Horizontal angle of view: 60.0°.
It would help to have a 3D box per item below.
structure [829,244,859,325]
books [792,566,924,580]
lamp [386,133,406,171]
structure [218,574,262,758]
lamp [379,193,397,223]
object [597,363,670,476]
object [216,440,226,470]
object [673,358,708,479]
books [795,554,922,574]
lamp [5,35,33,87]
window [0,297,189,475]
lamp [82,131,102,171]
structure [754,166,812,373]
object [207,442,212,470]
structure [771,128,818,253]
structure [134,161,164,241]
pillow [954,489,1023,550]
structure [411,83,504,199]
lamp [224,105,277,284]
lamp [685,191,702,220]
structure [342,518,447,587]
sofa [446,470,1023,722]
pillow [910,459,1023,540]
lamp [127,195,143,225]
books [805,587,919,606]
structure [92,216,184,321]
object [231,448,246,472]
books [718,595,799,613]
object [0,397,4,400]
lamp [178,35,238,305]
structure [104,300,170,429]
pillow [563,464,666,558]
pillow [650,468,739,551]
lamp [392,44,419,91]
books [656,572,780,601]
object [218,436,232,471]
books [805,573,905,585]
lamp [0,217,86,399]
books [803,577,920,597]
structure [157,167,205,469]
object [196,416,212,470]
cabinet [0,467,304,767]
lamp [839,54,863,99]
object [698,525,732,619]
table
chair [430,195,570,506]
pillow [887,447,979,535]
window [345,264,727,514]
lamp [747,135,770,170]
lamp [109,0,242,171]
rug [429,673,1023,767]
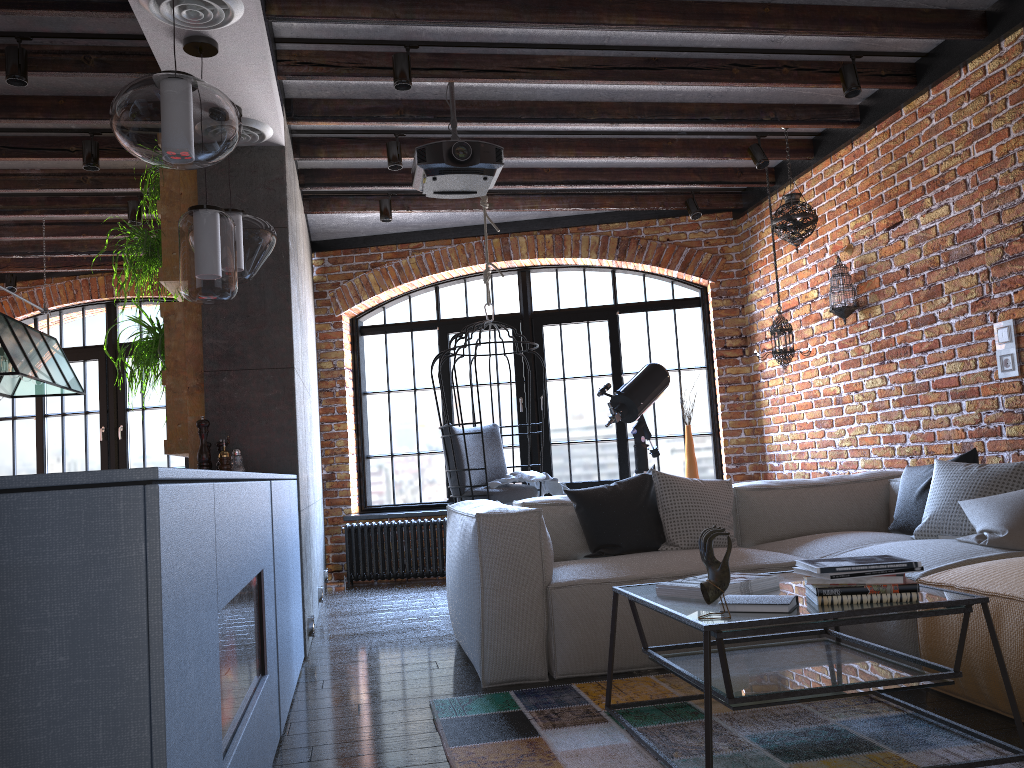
[{"bbox_3d":[1.940,-0.587,5.221,0.169,0.482,0.169,-3,-5,-10],"label":"structure"},{"bbox_3d":[0.918,0.494,2.365,0.268,0.014,0.196,-3,-6,-12],"label":"books"},{"bbox_3d":[-0.652,-1.304,4.971,0.116,0.188,0.083,-8,-7,42],"label":"lamp"},{"bbox_3d":[-0.799,0.666,2.050,0.332,0.394,0.944,-3,-5,-10],"label":"structure"},{"bbox_3d":[-0.838,-1.196,6.013,0.121,0.184,0.082,-2,-5,-17],"label":"lamp"},{"bbox_3d":[0.803,0.585,5.939,0.570,1.470,0.616,-5,-5,16],"label":"object"},{"bbox_3d":[-1.312,0.342,4.008,0.048,0.179,0.048,-1,-6,-27],"label":"object"},{"bbox_3d":[1.371,0.308,6.665,0.270,1.053,0.299,-5,-5,10],"label":"object"},{"bbox_3d":[0.917,0.479,2.366,0.268,0.014,0.196,-4,-5,1],"label":"books"},{"bbox_3d":[-2.044,-1.341,3.670,0.116,0.184,0.082,-8,-7,40],"label":"lamp"},{"bbox_3d":[-3.316,0.240,7.399,3.145,2.232,0.177,-4,-5,7],"label":"window"},{"bbox_3d":[-2.221,-1.233,4.688,0.082,0.184,0.113,1,-7,-43],"label":"lamp"},{"bbox_3d":[1.663,-0.781,5.607,0.389,1.436,0.339,-3,-5,-10],"label":"structure"},{"bbox_3d":[-1.371,0.343,3.983,0.048,0.179,0.048,-8,-7,39],"label":"object"},{"bbox_3d":[1.644,-1.152,5.222,0.265,0.778,0.273,-6,-6,29],"label":"structure"},{"bbox_3d":[-1.632,-0.942,4.495,0.570,0.620,0.422,-2,-6,-21],"label":"structure"},{"bbox_3d":[1.865,0.469,3.223,0.485,0.314,0.358,-7,-6,32],"label":"pillow"},{"bbox_3d":[-0.289,-1.347,4.306,0.409,0.816,0.464,-3,-5,-10],"label":"structure"},{"bbox_3d":[-1.195,-0.805,3.761,0.367,0.746,0.367,-8,-7,43],"label":"lamp"},{"bbox_3d":[1.304,-1.285,6.394,0.093,0.208,0.134,0,-6,-34],"label":"lamp"},{"bbox_3d":[-0.730,1.255,6.646,1.115,0.476,0.106,-4,-5,7],"label":"structure"},{"bbox_3d":[1.184,0.691,2.961,2.536,0.697,3.303,-3,-6,-11],"label":"sofa"},{"bbox_3d":[1.866,0.476,3.598,0.293,0.354,0.496,-1,-6,-25],"label":"pillow"},{"bbox_3d":[-2.412,-1.123,5.718,0.124,0.184,0.082,-1,-6,-26],"label":"lamp"},{"bbox_3d":[0.921,0.556,2.356,0.247,0.024,0.209,-5,-5,9],"label":"books"},{"bbox_3d":[-1.771,-0.572,4.418,0.570,0.620,0.422,1,-7,-41],"label":"structure"},{"bbox_3d":[-1.238,0.358,3.991,0.069,0.135,0.069,-1,-6,-30],"label":"object"},{"bbox_3d":[0.637,0.565,2.290,0.182,0.029,0.129,-6,-6,27],"label":"books"},{"bbox_3d":[-2.905,0.352,4.751,0.443,0.708,0.194,-4,-5,5],"label":"object"},{"bbox_3d":[-1.100,-0.762,3.178,0.195,0.954,0.198,-5,-5,20],"label":"lamp"},{"bbox_3d":[-1.706,-0.095,4.416,0.422,0.620,0.571,-4,-5,9],"label":"structure"},{"bbox_3d":[0.517,0.583,4.065,0.538,0.417,0.239,-2,-6,-21],"label":"pillow"},{"bbox_3d":[0.854,0.577,4.099,0.543,0.402,0.251,-1,-6,-28],"label":"pillow"},{"bbox_3d":[-0.473,-1.414,3.963,0.119,0.184,0.082,-2,-5,-14],"label":"lamp"},{"bbox_3d":[0.612,0.597,2.636,0.309,0.038,0.225,1,-7,-40],"label":"books"},{"bbox_3d":[-1.268,0.326,3.939,0.058,0.192,0.081,-7,-6,31],"label":"object"},{"bbox_3d":[0.925,0.514,2.383,0.239,0.022,0.191,-6,-6,24],"label":"books"},{"bbox_3d":[-2.956,-0.608,5.249,0.465,1.266,1.259,-3,-5,-10],"label":"lamp"},{"bbox_3d":[0.921,0.533,2.358,0.251,0.023,0.209,-5,-5,9],"label":"books"},{"bbox_3d":[-1.800,0.113,5.595,0.206,2.380,2.831,-3,-5,-10],"label":"structure"},{"bbox_3d":[-1.362,0.284,3.916,0.061,0.282,0.061,-4,-5,4],"label":"object"},{"bbox_3d":[-1.014,0.701,2.576,0.607,0.843,2.962,-3,-5,-10],"label":"cabinet"},{"bbox_3d":[1.662,-1.509,4.350,0.085,0.194,0.113,1,-7,-39],"label":"lamp"},{"bbox_3d":[0.512,0.468,2.216,0.099,0.222,0.093,-7,-6,29],"label":"object"},{"bbox_3d":[0.772,0.785,2.514,0.842,0.388,0.849,-3,-5,-10],"label":"table"},{"bbox_3d":[-0.167,-0.275,5.561,0.683,2.219,0.802,-7,-6,35],"label":"chair"},{"bbox_3d":[1.860,0.494,3.942,0.263,0.400,0.510,-2,-5,-16],"label":"pillow"},{"bbox_3d":[0.154,-0.007,7.144,3.293,2.231,0.177,-4,-5,7],"label":"window"},{"bbox_3d":[1.486,-1.395,5.353,0.090,0.208,0.134,1,-7,-43],"label":"lamp"},{"bbox_3d":[-0.995,-0.968,2.619,0.364,0.664,0.365,-1,-6,-27],"label":"lamp"},{"bbox_3d":[0.607,0.969,2.127,1.432,0.013,2.365,-3,-6,-10],"label":"rug"}]
